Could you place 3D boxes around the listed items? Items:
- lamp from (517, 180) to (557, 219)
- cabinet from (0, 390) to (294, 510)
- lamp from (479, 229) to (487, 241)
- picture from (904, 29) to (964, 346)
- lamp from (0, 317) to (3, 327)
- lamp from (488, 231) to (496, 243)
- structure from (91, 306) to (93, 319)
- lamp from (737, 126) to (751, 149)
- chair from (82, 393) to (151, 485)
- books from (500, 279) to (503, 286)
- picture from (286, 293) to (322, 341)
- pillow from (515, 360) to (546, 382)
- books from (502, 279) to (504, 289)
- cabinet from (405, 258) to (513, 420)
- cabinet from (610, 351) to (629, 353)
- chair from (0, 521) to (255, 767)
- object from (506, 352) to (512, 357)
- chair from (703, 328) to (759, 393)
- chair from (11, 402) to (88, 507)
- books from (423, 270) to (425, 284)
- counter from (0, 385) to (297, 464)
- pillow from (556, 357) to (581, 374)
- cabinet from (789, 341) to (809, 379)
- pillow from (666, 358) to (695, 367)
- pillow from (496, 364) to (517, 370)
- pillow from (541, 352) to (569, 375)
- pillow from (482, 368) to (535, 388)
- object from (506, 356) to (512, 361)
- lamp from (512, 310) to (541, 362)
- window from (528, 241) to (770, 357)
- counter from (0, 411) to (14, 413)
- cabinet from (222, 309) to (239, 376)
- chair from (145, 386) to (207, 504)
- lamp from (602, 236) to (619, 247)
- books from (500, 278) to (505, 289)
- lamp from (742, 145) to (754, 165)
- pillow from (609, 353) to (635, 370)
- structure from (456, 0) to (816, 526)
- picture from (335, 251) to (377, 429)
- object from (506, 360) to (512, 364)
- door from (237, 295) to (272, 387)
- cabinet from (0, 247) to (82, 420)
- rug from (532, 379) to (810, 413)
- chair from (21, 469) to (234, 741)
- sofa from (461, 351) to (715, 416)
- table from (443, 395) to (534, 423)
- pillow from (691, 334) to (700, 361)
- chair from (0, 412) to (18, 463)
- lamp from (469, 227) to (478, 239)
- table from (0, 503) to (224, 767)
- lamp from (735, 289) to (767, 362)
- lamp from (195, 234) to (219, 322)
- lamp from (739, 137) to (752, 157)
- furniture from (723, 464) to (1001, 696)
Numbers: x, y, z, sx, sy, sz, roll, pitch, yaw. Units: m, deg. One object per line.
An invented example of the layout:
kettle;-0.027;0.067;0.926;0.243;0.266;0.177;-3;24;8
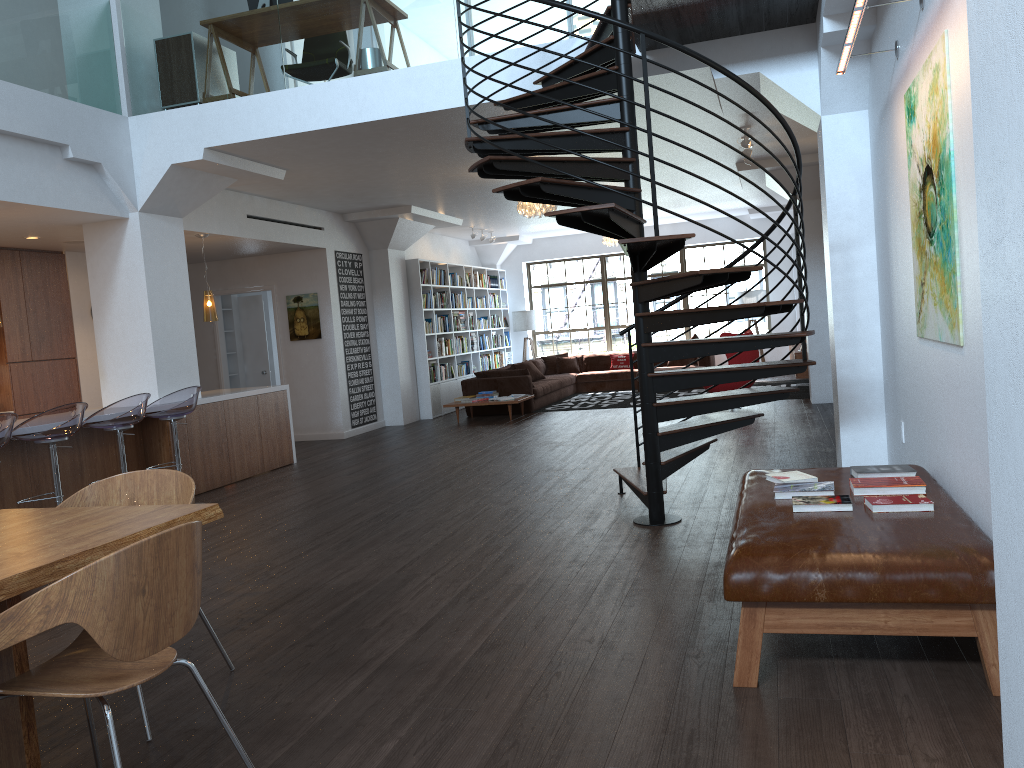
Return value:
lamp;0.260;-2.093;9.687;0.442;0.539;0.441;-7;4;-31
cabinet;-3.463;0.679;7.591;0.898;0.796;4.493;-4;4;17
lamp;-0.503;-2.558;15.244;0.120;0.211;0.111;-6;4;-24
picture;1.845;-0.790;3.913;0.010;1.200;1.095;-4;4;17
lamp;-2.871;-1.462;7.346;2.842;1.807;0.149;-7;4;-34
lamp;-0.357;-2.602;15.739;0.120;0.211;0.111;-5;4;-9
structure;-4.653;-0.812;10.063;0.040;0.300;0.300;-4;4;17
lamp;2.235;-2.354;8.491;0.120;0.211;0.111;-5;4;-9
chair;-2.953;0.589;6.725;0.481;1.014;0.530;-4;4;15
books;-0.252;-1.956;17.419;0.127;0.200;0.020;-4;4;17
picture;-2.742;-0.880;11.674;0.450;0.600;0.030;-4;4;17
pillow;0.286;-0.203;15.060;0.325;0.391;0.625;-2;4;33
books;-0.241;-1.957;17.451;0.136;0.196;0.045;-4;4;17
cabinet;-0.885;-0.849;15.519;0.461;2.414;4.500;-4;4;17
cabinet;2.580;-0.337;17.049;1.520;0.625;0.350;-4;4;17
chair;-1.124;0.805;2.406;0.617;0.830;0.629;-4;4;17
object;-0.217;-0.573;17.457;0.316;0.088;0.410;-4;4;17
chair;2.872;-0.210;11.710;0.801;1.006;0.798;-1;5;42
chair;-3.149;0.644;6.121;0.481;1.014;0.530;-4;4;15
books;-1.402;-1.621;13.534;0.161;0.218;0.101;-4;4;17
counter;-3.048;0.738;5.775;3.039;0.860;8.182;-6;4;-13
pillow;1.014;-0.349;16.425;0.489;0.337;0.238;-6;4;-14
cabinet;4.637;-0.448;13.929;0.459;0.350;4.501;-4;4;17
pillow;3.020;-0.498;15.844;0.542;0.362;0.248;-2;5;37
pillow;-0.014;-0.110;13.662;0.269;0.411;0.559;-7;4;-27
pillow;0.857;-0.363;16.571;0.580;0.418;0.334;-5;4;-10
pillow;-0.049;-0.048;13.400;0.750;0.364;0.289;-4;4;16
object;-0.202;-0.487;17.460;0.331;0.088;0.410;-4;4;17
lamp;0.334;-0.665;17.613;0.545;1.579;0.545;-4;4;6
window;2.626;-1.639;17.490;4.648;1.905;0.114;-4;4;17
counter;-5.875;0.498;6.842;0.600;0.050;4.387;-4;4;17
cabinet;-3.970;-0.758;13.595;0.527;2.991;2.630;-4;4;17
chair;-2.776;0.535;7.327;0.481;1.014;0.530;-4;4;19
lamp;1.683;-2.522;14.525;0.442;0.539;0.441;-7;4;-31
books;-0.222;-1.981;17.528;0.140;0.231;0.042;-4;4;17
lamp;2.524;-2.441;9.471;0.120;0.211;0.111;-8;5;-39
pillow;2.021;-0.407;16.271;0.465;0.308;0.220;-4;4;13
structure;0.729;-1.310;5.412;1.998;4.352;1.998;-6;4;-22
picture;-2.128;-0.618;12.197;0.021;2.380;0.800;-4;4;17
object;-0.195;-0.399;17.466;0.331;0.088;0.410;-4;4;17
door;-3.899;-0.250;12.937;0.826;2.032;0.174;-4;4;17
cabinet;-5.781;0.046;7.252;0.598;2.499;5.299;-4;4;17
rug;2.663;0.168;13.920;4.200;0.007;3.100;-4;4;18
chair;-1.467;0.778;3.297;0.629;0.833;0.618;-4;4;12
sofa;1.483;-0.120;14.775;3.481;0.664;4.197;-4;4;17
table;-0.311;0.362;12.692;1.100;0.271;0.853;-4;4;17
pillow;3.256;-0.607;15.937;0.651;0.587;0.335;-5;4;-4
chair;-3.300;0.696;5.508;0.481;1.014;0.530;-4;4;19
lamp;-0.646;-2.515;14.760;0.120;0.211;0.111;-8;5;-39
table;-2.003;0.982;1.459;1.012;0.750;3.803;-4;4;17
lamp;4.428;-0.921;16.276;0.545;1.579;0.545;-3;4;28
lamp;-3.177;-1.101;9.226;0.149;0.900;0.149;-7;4;-28
lamp;2.382;-2.398;8.987;0.120;0.211;0.111;-6;4;-24
furniture;1.404;0.702;3.728;0.907;0.453;1.819;-4;4;17
